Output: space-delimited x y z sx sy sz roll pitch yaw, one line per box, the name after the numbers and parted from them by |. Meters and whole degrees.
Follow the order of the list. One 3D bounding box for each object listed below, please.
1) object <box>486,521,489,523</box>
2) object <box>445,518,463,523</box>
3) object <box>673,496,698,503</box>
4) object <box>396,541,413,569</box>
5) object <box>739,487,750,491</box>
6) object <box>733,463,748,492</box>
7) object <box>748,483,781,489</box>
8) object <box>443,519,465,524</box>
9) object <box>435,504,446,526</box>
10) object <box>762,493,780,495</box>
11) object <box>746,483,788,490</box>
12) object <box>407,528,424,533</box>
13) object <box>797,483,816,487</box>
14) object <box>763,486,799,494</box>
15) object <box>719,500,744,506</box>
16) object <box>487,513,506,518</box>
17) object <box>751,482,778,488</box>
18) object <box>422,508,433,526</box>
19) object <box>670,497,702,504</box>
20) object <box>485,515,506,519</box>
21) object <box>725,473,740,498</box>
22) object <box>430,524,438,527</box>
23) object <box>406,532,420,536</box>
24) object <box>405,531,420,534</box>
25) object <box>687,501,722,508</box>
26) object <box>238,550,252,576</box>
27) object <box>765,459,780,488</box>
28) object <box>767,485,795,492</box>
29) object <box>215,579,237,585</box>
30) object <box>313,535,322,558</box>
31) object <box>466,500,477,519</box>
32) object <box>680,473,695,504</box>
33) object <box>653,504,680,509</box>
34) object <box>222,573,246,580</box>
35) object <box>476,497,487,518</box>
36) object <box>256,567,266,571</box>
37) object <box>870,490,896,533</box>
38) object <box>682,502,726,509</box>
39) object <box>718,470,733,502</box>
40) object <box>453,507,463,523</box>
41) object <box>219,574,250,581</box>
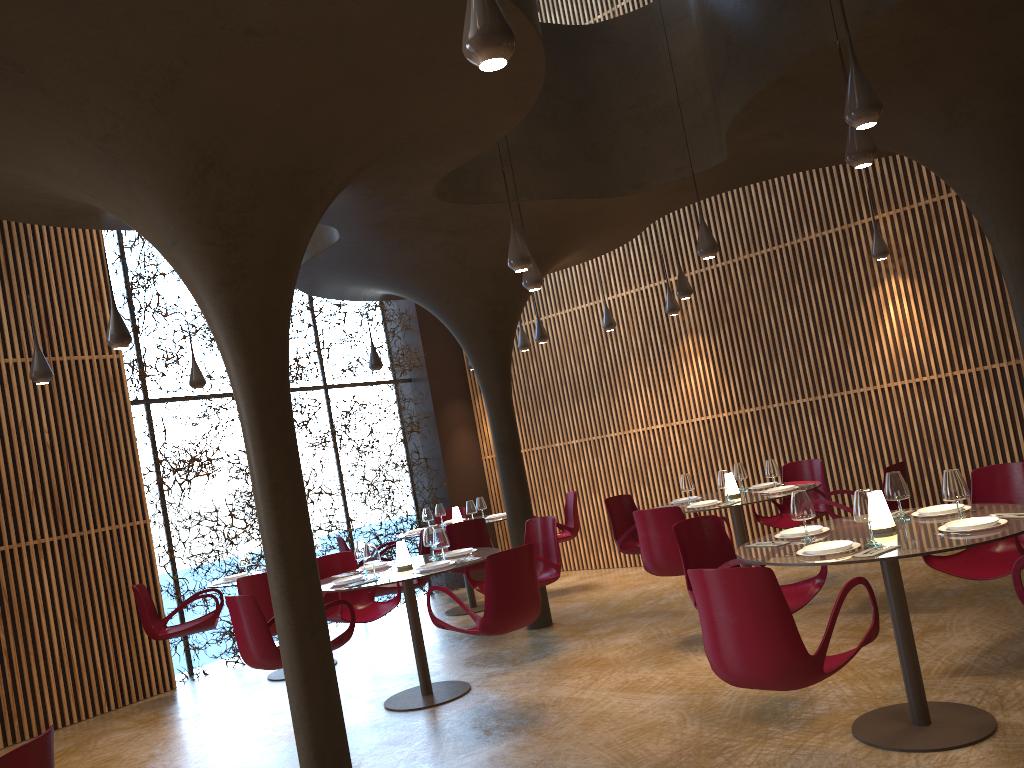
-0.357 1.755 11.230 0.126 0.017 0.262 -10 -4 1 | object
-0.802 1.897 12.288 0.263 0.029 0.263 -10 -4 -6 | object
1.776 1.187 9.072 0.263 0.029 0.264 -9 -4 -14 | object
-0.955 1.492 7.753 0.142 0.232 0.145 -10 -3 -5 | object
2.378 1.109 9.275 0.127 0.017 0.261 -14 -5 41 | object
2.332 0.953 9.043 0.142 0.295 0.141 -13 -4 40 | object
2.585 1.048 9.062 0.333 0.014 0.331 -14 -5 38 | object
-0.800 1.907 12.288 0.332 0.014 0.331 -13 -5 32 | object
-0.973 1.786 12.115 0.142 0.295 0.141 -13 -4 41 | object
2.542 1.006 8.377 0.410 0.012 0.205 -6 -6 -43 | object
2.589 1.048 9.059 0.412 0.012 0.204 -14 -5 37 | object
-1.250 1.936 11.697 0.264 0.029 0.263 -13 -5 28 | object
2.790 0.980 8.556 0.126 0.017 0.263 -7 -5 -39 | object
2.545 1.005 8.380 0.331 0.014 0.333 -8 -5 -26 | object
2.001 1.091 8.100 0.261 0.017 0.127 -6 -6 -44 | object
-0.194 1.746 11.754 0.264 0.029 0.262 -14 -6 43 | object
2.584 1.038 9.062 0.262 0.029 0.264 -7 -5 -39 | object
-1.094 1.767 11.559 0.142 0.295 0.141 -13 -4 39 | object
1.778 1.196 9.071 0.331 0.014 0.333 -7 -5 -36 | object
-0.192 1.756 11.753 0.332 0.014 0.332 -11 -4 14 | object
2.156 0.994 8.736 0.142 0.232 0.144 -12 -3 25 | object
-1.097 1.969 12.291 0.126 0.017 0.262 -10 -4 -3 | object
-1.245 1.929 11.394 0.262 0.017 0.127 -10 -4 -4 | object
-1.249 1.945 11.696 0.332 0.014 0.331 -12 -4 21 | object
1.807 1.136 8.329 0.332 0.014 0.331 -13 -5 30 | object
-2.893 1.954 9.618 0.142 0.295 0.141 -13 -4 39 | object
2.536 0.885 8.619 0.142 0.295 0.142 -10 -3 -6 | object
2.543 0.995 8.381 0.263 0.029 0.263 -12 -4 19 | object
-3.044 2.116 9.453 0.262 0.017 0.127 -10 -4 -4 | object
-2.205 1.852 9.949 0.142 0.295 0.142 -10 -3 -10 | object
-0.520 1.653 11.429 0.142 0.295 0.142 -10 -3 0 | object
1.753 1.045 8.845 0.142 0.295 0.142 -11 -3 12 | object
1.548 1.232 8.879 0.126 0.017 0.263 -7 -6 -43 | object
-3.049 2.122 9.756 0.263 0.029 0.263 -11 -4 12 | object
-0.406 1.666 11.889 0.141 0.295 0.142 -9 -3 -32 | object
-2.895 2.155 10.350 0.126 0.017 0.262 -10 -4 -3 | object
2.116 0.733 5.109 0.142 0.232 0.144 -11 -3 15 | object
1.803 1.138 8.332 0.412 0.012 0.204 -14 -6 41 | object
2.011 0.960 8.343 0.142 0.295 0.141 -12 -4 33 | object
-0.733 1.748 11.771 0.145 0.232 0.142 -11 -3 15 | object
-3.047 2.131 9.756 0.332 0.014 0.331 -12 -4 21 | object
